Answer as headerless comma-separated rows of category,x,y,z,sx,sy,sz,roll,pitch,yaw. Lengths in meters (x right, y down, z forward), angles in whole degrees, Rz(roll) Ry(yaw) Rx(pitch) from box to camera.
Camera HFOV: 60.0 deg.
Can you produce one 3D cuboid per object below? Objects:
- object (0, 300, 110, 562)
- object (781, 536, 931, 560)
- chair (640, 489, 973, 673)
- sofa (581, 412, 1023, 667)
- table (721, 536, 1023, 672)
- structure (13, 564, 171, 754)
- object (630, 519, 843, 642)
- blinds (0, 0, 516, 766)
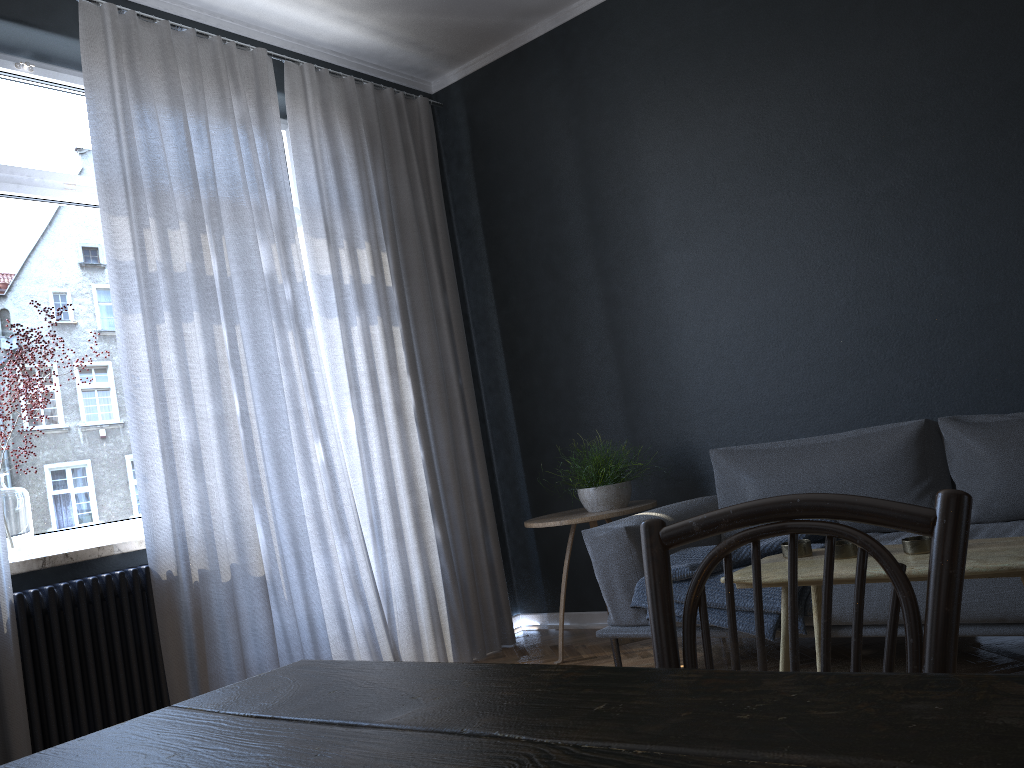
object,-1.631,0.168,2.903,0.599,0.809,0.514,-11,-4,13
object,0.783,0.381,2.056,0.103,0.033,0.369,-6,-6,-41
chair,0.198,0.520,0.666,0.363,0.819,0.466,-13,-5,38
sofa,1.421,0.513,2.930,2.344,0.797,0.969,-13,-6,38
table,0.917,0.643,1.932,0.789,0.549,0.339,-13,-5,38
structure,-1.754,0.965,2.486,0.216,0.600,1.845,-13,-6,38
object,0.793,0.653,3.048,0.668,0.329,0.490,-14,-6,43
blinds,-1.433,-0.012,3.052,0.313,2.786,3.990,-13,-5,38
